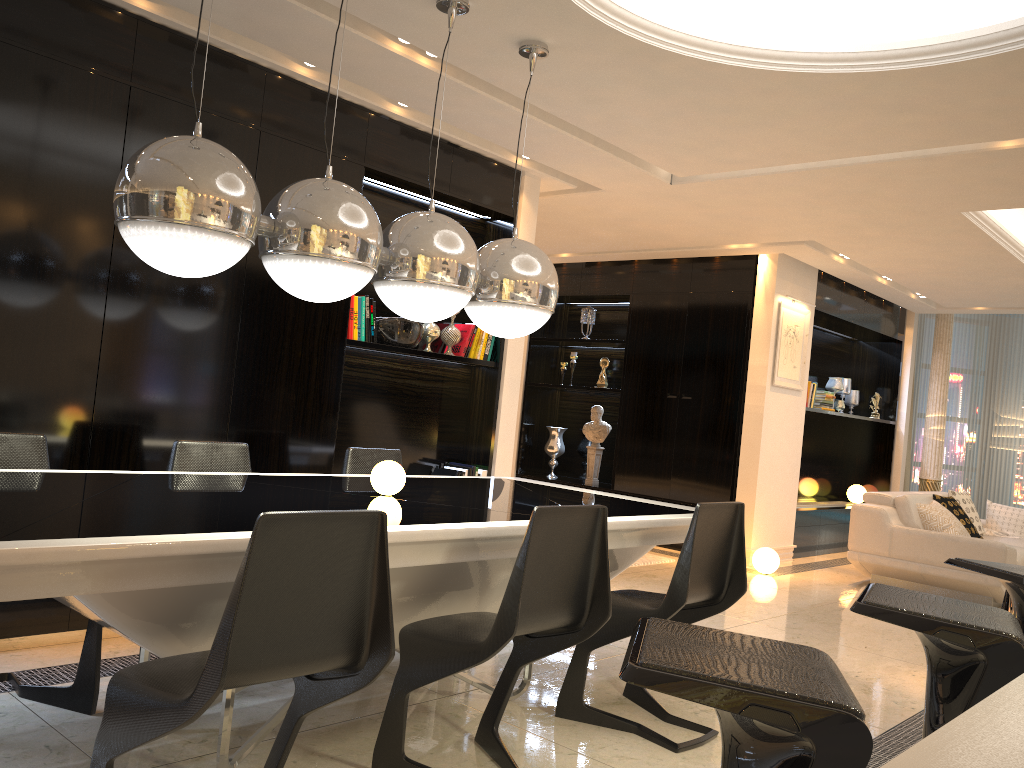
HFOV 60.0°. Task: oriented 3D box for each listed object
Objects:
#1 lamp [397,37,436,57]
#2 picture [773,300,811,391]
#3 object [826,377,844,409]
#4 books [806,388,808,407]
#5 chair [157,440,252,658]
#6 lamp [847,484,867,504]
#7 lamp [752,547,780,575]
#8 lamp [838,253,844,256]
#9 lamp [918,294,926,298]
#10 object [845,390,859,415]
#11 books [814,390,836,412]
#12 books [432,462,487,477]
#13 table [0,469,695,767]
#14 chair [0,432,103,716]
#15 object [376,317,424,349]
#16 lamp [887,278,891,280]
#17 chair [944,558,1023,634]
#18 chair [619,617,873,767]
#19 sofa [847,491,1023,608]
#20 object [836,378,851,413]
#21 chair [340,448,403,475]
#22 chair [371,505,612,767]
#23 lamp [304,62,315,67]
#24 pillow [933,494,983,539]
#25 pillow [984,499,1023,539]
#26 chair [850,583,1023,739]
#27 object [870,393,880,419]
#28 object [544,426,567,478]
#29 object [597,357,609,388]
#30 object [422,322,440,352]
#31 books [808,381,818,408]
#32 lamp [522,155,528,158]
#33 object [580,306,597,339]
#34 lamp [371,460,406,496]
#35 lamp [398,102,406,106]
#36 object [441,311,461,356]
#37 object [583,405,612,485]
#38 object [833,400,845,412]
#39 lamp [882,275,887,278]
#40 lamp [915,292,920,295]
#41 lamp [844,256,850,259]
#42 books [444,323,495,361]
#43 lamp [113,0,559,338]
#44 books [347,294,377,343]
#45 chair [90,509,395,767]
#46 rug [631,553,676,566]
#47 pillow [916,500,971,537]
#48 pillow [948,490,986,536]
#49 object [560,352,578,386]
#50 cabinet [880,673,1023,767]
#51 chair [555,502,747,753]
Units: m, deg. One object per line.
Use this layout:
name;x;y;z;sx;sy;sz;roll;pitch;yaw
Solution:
lamp;-0.398;-1.551;3.937;0.107;0.127;0.271;4;-2;42
picture;2.458;-0.326;7.796;0.027;0.729;0.610;4;-2;42
object;3.389;0.123;9.331;0.181;0.381;0.181;5;-2;36
books;2.660;0.079;8.395;0.208;0.270;0.240;4;-2;42
chair;-1.094;0.673;3.454;0.496;0.858;0.523;4;-2;42
lamp;3.891;1.240;10.004;0.212;0.214;0.213;6;-2;2
lamp;2.039;1.418;7.122;0.213;0.214;0.212;6;-2;-9
lamp;2.770;-1.132;7.392;0.107;0.127;0.107;7;-2;-37
lamp;4.160;-0.935;8.957;0.107;0.127;0.107;5;-2;23
object;3.810;0.228;9.949;0.147;0.317;0.147;4;-2;44
books;3.084;0.170;8.914;0.260;0.197;0.296;4;-2;45
books;-0.361;0.643;5.499;0.222;0.296;0.345;4;-2;42
table;-0.544;0.768;3.086;1.293;0.759;3.031;4;-2;42
chair;-1.630;0.602;2.854;0.496;0.858;0.523;4;-2;42
object;-0.654;-0.290;5.090;0.193;0.177;0.375;4;-2;43
lamp;3.534;-1.031;8.248;0.107;0.127;0.107;5;-2;23
chair;1.535;0.952;2.668;0.380;0.789;0.380;6;-2;-15
chair;0.317;0.790;1.303;0.380;0.789;0.380;6;-2;10
sofa;3.837;1.340;7.502;1.145;0.754;2.328;4;-2;42
object;3.640;0.151;9.763;0.156;0.426;0.156;7;-2;-43
chair;-0.531;0.748;4.085;0.496;0.858;0.523;4;-2;42
chair;-0.042;0.757;2.646;0.496;0.858;0.523;4;-2;42
lamp;-0.958;-1.598;4.274;0.107;0.127;0.107;5;-2;23
pillow;3.783;1.127;7.493;0.323;0.355;0.524;4;-2;43
pillow;4.434;1.218;7.906;0.281;0.325;0.521;7;-2;-38
chair;0.899;0.866;1.895;0.380;0.789;0.380;5;-2;25
object;4.022;0.244;9.816;0.116;0.293;0.182;4;-2;39
object;0.446;0.717;9.324;0.221;0.522;0.221;7;-2;-43
object;0.918;-0.110;8.899;0.116;0.318;0.113;4;-2;42
object;-0.484;-0.393;5.308;0.121;0.416;0.121;5;-2;37
books;2.811;0.103;8.570;0.212;0.261;0.210;4;-2;42
lamp;0.104;-1.457;5.464;0.107;0.127;0.107;5;-2;23
object;0.763;-0.615;8.947;0.155;0.347;0.155;5;-2;22
lamp;-0.443;0.336;3.172;0.125;0.125;0.125;6;-2;3
lamp;-0.562;-1.546;4.717;0.107;0.127;0.107;5;-2;23
object;-0.354;-0.475;5.406;0.121;0.612;0.121;5;-2;37
object;0.841;0.612;8.907;0.221;0.794;0.308;6;-2;-21
object;3.472;0.248;9.417;0.119;0.154;0.119;7;-2;-38
lamp;3.453;-1.041;8.157;0.107;0.127;0.107;7;-2;-37
lamp;4.079;-0.958;8.858;0.107;0.127;0.107;5;-2;23
lamp;2.846;-1.122;7.477;0.107;0.127;0.107;7;-2;-37
books;-0.258;-0.271;5.555;0.189;0.238;0.290;4;-2;41
lamp;-0.439;-0.862;3.151;0.408;1.226;1.827;4;-2;42
books;-0.868;-0.367;4.871;0.210;0.270;0.236;4;-2;42
chair;-0.605;0.683;2.015;0.496;0.858;0.523;4;-2;42
rug;-0.994;1.249;8.447;5.025;0.015;1.526;4;-2;42
pillow;3.483;1.122;7.145;0.351;0.329;0.521;4;-2;42
pillow;4.056;1.150;7.862;0.255;0.399;0.526;4;-2;42
object;0.579;-0.157;9.158;0.176;0.361;0.079;5;-2;23
cabinet;1.538;0.866;1.314;1.046;0.887;3.752;4;-2;42
chair;0.533;0.834;3.290;0.496;0.858;0.523;4;-2;42
